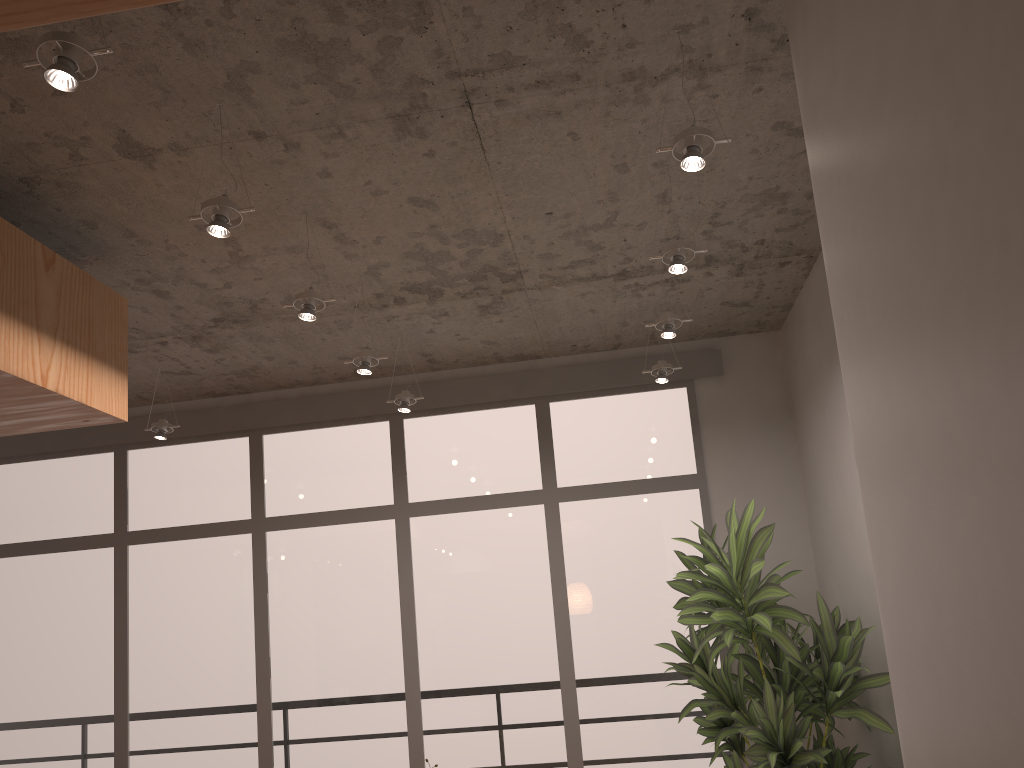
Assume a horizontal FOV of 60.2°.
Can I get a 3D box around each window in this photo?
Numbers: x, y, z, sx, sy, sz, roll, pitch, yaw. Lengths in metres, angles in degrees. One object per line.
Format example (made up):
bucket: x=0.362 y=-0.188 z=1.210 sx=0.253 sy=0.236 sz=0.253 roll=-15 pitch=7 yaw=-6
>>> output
window: x=-2.703 y=1.844 z=6.091 sx=8.577 sy=3.222 sz=0.063 roll=-7 pitch=-11 yaw=7

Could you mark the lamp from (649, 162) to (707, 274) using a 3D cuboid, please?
lamp: x=0.649 y=-0.679 z=3.554 sx=0.198 sy=0.474 sz=0.136 roll=1 pitch=-12 yaw=-26

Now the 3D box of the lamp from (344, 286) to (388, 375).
lamp: x=-0.760 y=-0.285 z=4.535 sx=0.198 sy=0.474 sz=0.136 roll=1 pitch=-12 yaw=-26

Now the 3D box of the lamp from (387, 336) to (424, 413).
lamp: x=-0.656 y=-0.066 z=5.335 sx=0.198 sy=0.474 sz=0.136 roll=1 pitch=-12 yaw=-26

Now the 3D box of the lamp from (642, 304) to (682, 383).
lamp: x=0.858 y=-0.243 z=5.155 sx=0.198 sy=0.474 sz=0.136 roll=1 pitch=-12 yaw=-26

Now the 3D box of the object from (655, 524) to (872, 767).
object: x=1.420 y=1.769 z=4.818 sx=1.090 sy=2.067 sz=0.976 roll=-10 pitch=-13 yaw=24

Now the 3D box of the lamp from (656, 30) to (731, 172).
lamp: x=0.545 y=-0.897 z=2.754 sx=0.198 sy=0.474 sz=0.136 roll=1 pitch=-12 yaw=-26

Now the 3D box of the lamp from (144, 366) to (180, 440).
lamp: x=-2.188 y=0.112 z=5.517 sx=0.198 sy=0.474 sz=0.136 roll=1 pitch=-12 yaw=-26

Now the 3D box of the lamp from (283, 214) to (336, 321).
lamp: x=-0.864 y=-0.503 z=3.734 sx=0.198 sy=0.474 sz=0.136 roll=1 pitch=-12 yaw=-26

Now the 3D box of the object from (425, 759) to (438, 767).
object: x=-0.214 y=1.572 z=2.954 sx=0.298 sy=0.579 sz=0.378 roll=-5 pitch=-12 yaw=1

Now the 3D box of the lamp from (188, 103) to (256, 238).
lamp: x=-0.968 y=-0.721 z=2.934 sx=0.198 sy=0.474 sz=0.136 roll=1 pitch=-12 yaw=-26

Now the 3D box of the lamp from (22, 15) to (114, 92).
lamp: x=-1.073 y=-0.940 z=2.133 sx=0.198 sy=0.474 sz=0.136 roll=1 pitch=-12 yaw=-26

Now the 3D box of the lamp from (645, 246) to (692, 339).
lamp: x=0.753 y=-0.461 z=4.355 sx=0.198 sy=0.474 sz=0.136 roll=1 pitch=-12 yaw=-26

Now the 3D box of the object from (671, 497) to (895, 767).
object: x=1.348 y=1.588 z=4.156 sx=0.973 sy=2.067 sz=1.093 roll=-9 pitch=-13 yaw=19
